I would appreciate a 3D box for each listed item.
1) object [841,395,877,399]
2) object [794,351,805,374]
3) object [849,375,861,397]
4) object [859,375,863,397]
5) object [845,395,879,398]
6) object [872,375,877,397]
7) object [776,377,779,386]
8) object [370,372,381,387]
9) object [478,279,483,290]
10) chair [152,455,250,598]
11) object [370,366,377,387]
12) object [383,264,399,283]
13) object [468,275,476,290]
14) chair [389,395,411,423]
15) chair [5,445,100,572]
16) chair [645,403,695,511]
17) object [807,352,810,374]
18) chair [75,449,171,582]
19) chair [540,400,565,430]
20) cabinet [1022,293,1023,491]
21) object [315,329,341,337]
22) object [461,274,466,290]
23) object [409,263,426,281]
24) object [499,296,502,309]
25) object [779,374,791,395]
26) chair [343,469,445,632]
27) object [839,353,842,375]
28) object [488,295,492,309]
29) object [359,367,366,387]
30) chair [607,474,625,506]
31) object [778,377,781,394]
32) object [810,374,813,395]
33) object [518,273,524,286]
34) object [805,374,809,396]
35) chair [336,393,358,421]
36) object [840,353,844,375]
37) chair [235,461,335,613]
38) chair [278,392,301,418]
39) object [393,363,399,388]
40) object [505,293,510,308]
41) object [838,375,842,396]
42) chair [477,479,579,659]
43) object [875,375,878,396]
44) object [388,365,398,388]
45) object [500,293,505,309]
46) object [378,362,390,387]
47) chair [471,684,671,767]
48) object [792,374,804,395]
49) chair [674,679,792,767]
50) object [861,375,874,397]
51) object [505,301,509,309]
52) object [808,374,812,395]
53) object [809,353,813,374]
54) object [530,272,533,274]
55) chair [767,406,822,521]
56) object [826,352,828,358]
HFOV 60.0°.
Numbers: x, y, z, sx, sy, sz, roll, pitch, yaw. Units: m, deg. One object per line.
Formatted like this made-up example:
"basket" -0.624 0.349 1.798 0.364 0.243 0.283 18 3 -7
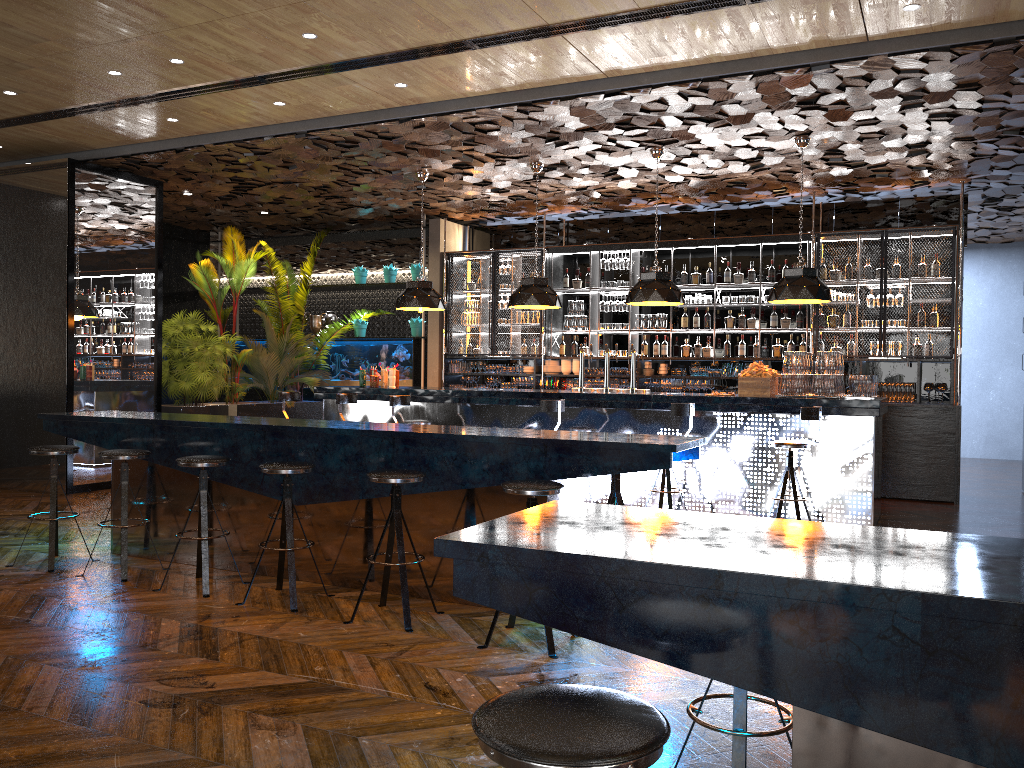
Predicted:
"object" 3.126 0.119 7.975 0.273 0.019 0.437 1 1 26
"object" 2.626 -0.195 8.109 0.105 0.209 0.105 0 1 -39
"object" 3.049 0.024 7.887 0.105 0.209 0.105 1 1 1
"object" 3.149 0.025 7.958 0.105 0.209 0.105 0 1 -39
"object" 3.310 0.116 8.384 0.273 0.019 0.437 1 1 26
"object" 3.252 0.025 8.050 0.105 0.209 0.105 0 1 -39
"object" 2.536 0.007 8.597 0.105 0.209 0.105 1 1 1
"object" -1.556 -0.058 10.115 0.110 0.191 0.131 1 1 38
"object" -0.457 -1.488 12.903 0.075 0.261 0.075 1 1 -15
"chair" -1.924 0.857 5.520 0.419 0.813 0.419 1 1 21
"object" -1.606 -0.088 10.302 0.078 0.246 0.084 1 1 24
"object" -1.843 -1.669 13.482 0.244 0.325 0.255 0 1 -37
"object" -0.585 -1.480 12.948 0.108 0.244 0.108 1 1 15
"chair" -1.018 0.674 8.870 0.476 1.108 0.419 1 1 26
"chair" -3.158 0.832 6.112 0.419 0.813 0.419 1 1 21
"chair" 1.394 0.721 7.868 0.476 1.108 0.419 1 1 41
"object" 2.810 -0.198 8.517 0.105 0.209 0.105 0 1 -39
"chair" -2.568 0.843 5.874 0.419 0.813 0.419 1 1 21
"chair" 0.277 0.699 8.355 0.476 1.108 0.419 1 1 41
"cabinet" 5.537 -0.439 8.674 0.691 3.514 4.416 1 1 26
"object" -2.926 -0.797 14.084 0.320 0.135 0.250 1 1 26
"object" -0.708 -1.493 13.052 0.075 0.260 0.075 1 1 -15
"object" -1.409 -1.660 13.268 0.265 0.325 0.245 1 1 20
"object" -0.150 -1.188 12.824 0.081 0.213 0.081 1 1 32
"object" 2.495 0.012 8.102 0.105 0.209 0.105 0 1 -39
"chair" -0.640 0.884 4.883 0.419 0.813 0.419 1 1 21
"object" 3.068 -0.193 8.402 0.105 0.209 0.105 0 1 -39
"object" -0.299 -1.189 12.736 0.081 0.213 0.081 1 1 32
"object" -1.719 -0.084 10.196 0.086 0.237 0.084 2 1 45
"chair" 0.668 0.889 5.741 0.419 0.813 0.419 1 1 21
"object" 2.648 0.006 8.819 0.105 0.209 0.105 0 1 -39
"object" 2.902 0.009 8.675 0.105 0.209 0.105 0 1 -39
"object" 0.152 -1.460 12.606 0.108 0.244 0.108 1 1 15
"object" 2.718 0.013 8.267 0.105 0.209 0.105 0 1 -39
"chair" -1.636 0.660 9.302 0.476 1.108 0.419 1 1 26
"object" 3.130 -0.194 8.502 0.105 0.209 0.105 0 1 -39
"chair" -1.327 0.869 5.230 0.419 0.813 0.419 1 1 21
"chair" -2.346 0.644 9.718 0.476 1.108 0.419 1 1 26
"object" -1.339 -0.098 10.166 0.091 0.277 0.080 0 1 -32
"object" -0.053 -1.184 12.617 0.081 0.213 0.081 1 1 32
"object" 2.976 0.018 8.151 0.105 0.209 0.105 0 1 -39
"chair" 0.098 0.899 4.489 0.419 0.813 0.419 1 1 21
"object" 3.436 0.022 8.458 0.105 0.209 0.105 0 1 -39
"object" -1.347 -0.090 10.028 0.099 0.264 0.081 0 1 -43
"object" -0.135 -1.185 12.657 0.081 0.213 0.081 1 1 32
"object" -1.492 -0.113 10.338 0.105 0.298 0.116 0 1 -33
"chair" 0.091 0.942 1.465 0.419 0.813 0.419 1 1 41
"object" 2.601 0.014 8.066 0.105 0.209 0.105 0 1 -39
"chair" 0.700 0.933 2.712 0.419 0.813 0.419 0 1 -29
"object" 3.141 0.027 7.829 0.105 0.209 0.105 1 1 1
"object" -0.072 -1.186 12.786 0.081 0.213 0.081 1 1 32
"object" 2.842 0.010 8.568 0.105 0.209 0.105 0 1 -39
"object" 2.872 -0.199 8.618 0.105 0.209 0.105 0 1 -39
"object" 0.275 -1.459 12.545 0.073 0.246 0.072 1 1 11
"chair" 2.366 0.740 7.470 0.476 1.108 0.419 1 1 36
"object" 2.984 -0.195 8.437 0.105 0.209 0.105 0 1 -39
